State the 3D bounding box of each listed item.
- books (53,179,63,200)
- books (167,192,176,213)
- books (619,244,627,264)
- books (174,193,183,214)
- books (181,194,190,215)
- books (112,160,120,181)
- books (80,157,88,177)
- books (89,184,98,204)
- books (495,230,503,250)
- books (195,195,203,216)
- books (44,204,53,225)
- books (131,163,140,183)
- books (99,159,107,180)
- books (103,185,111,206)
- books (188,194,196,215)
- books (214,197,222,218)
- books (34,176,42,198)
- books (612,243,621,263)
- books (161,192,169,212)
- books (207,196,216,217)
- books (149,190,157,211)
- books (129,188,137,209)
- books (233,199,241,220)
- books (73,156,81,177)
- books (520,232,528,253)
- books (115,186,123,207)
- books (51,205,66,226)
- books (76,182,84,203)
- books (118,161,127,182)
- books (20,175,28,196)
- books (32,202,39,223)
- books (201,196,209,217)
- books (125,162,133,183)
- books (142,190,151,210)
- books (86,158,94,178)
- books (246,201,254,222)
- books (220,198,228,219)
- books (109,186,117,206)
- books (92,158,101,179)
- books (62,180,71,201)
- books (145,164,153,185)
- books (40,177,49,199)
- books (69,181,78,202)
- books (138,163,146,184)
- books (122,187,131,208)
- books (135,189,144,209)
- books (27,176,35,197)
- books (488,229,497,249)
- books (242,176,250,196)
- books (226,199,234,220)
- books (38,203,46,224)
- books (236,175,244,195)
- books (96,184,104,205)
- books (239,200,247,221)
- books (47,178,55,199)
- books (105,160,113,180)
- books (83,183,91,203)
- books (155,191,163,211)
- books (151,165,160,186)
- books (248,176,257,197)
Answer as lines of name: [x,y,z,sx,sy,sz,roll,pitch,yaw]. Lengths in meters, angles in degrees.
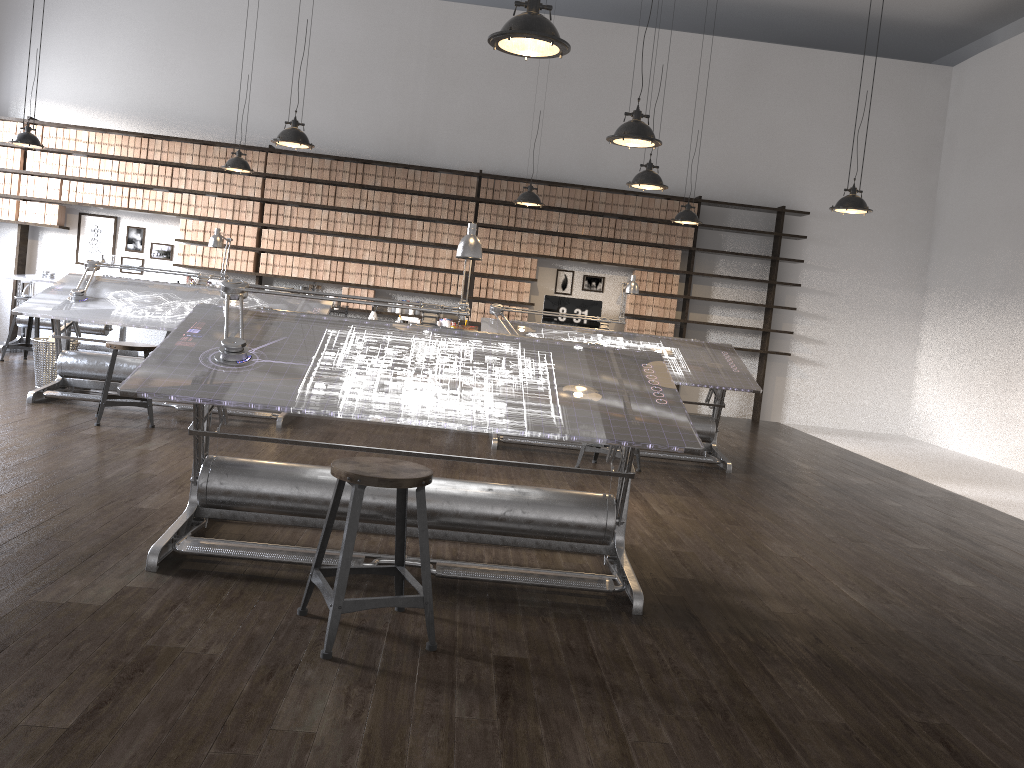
books: [-4.919,-2.111,9.649,0.067,0.225,0.175,6,4,-4]
books: [-3.716,-1.978,9.725,0.066,0.225,0.175,6,4,-4]
books: [1.244,-1.467,10.022,0.066,0.225,0.175,6,4,-4]
books: [-3.644,-1.971,9.727,0.067,0.225,0.175,6,4,-4]
books: [-3.565,-1.970,9.730,0.066,0.225,0.175,6,4,-4]
books: [-4.299,-2.315,9.675,0.067,0.225,0.175,6,4,-4]
books: [-4.638,-2.351,9.659,0.066,0.225,0.175,6,4,-4]
books: [-4.542,-2.065,9.675,0.066,0.225,0.175,6,4,-4]
books: [-0.147,-1.612,9.939,0.066,0.225,0.175,6,4,-4]
books: [-3.424,-1.956,9.746,0.066,0.225,0.175,6,4,-4]
books: [-5.020,-1.844,9.664,0.066,0.225,0.175,6,4,-4]
books: [-4.091,-2.293,9.689,0.066,0.225,0.175,6,4,-4]
books: [-4.434,-2.329,9.670,0.066,0.225,0.175,6,4,-4]
books: [-4.398,-2.049,9.681,0.067,0.225,0.175,6,4,-4]
books: [-3.493,-1.962,9.738,0.066,0.225,0.175,6,4,-4]
books: [-3.213,-1.933,9.755,0.066,0.225,0.175,6,4,-4]
books: [-5.126,-2.133,9.644,0.066,0.225,0.175,6,4,-4]
books: [1.173,-1.474,10.014,0.066,0.225,0.175,6,4,-4]
books: [-3.778,-1.985,9.723,0.066,0.225,0.175,6,4,-4]
books: [-3.285,-1.940,9.749,0.067,0.225,0.175,6,4,-4]
books: [-3.911,-1.999,9.716,0.066,0.225,0.175,6,4,-4]
books: [-4.123,-2.021,9.704,0.066,0.225,0.175,6,4,-4]
books: [-3.018,-1.913,9.769,0.066,0.225,0.175,6,4,-4]
books: [-4.708,-2.358,9.651,0.066,0.225,0.175,6,4,-4]
books: [0.133,-1.583,9.956,0.066,0.225,0.175,6,4,-4]
books: [-4.271,-2.037,9.695,0.066,0.225,0.175,6,4,-4]
books: [-4.951,-1.837,9.666,0.066,0.225,0.175,6,4,-4]
books: [-4.681,-2.079,9.669,0.066,0.225,0.175,6,4,-4]
books: [-4.230,-2.308,9.683,0.066,0.225,0.175,6,4,-4]
books: [-5.266,-2.147,9.628,0.066,0.225,0.175,6,4,-4]
books: [-5.155,-1.858,9.653,0.066,0.225,0.175,6,4,-4]
books: [-3.355,-1.948,9.748,0.066,0.225,0.175,6,4,-4]
books: [-4.161,-2.301,9.689,0.066,0.225,0.175,6,4,-4]
books: [-3.982,-2.007,9.712,0.066,0.225,0.175,6,4,-4]
books: [-4.567,-2.343,9.663,0.066,0.225,0.175,6,4,-4]
books: [-2.877,-1.898,9.774,0.066,0.225,0.175,6,4,-4]
books: [-3.151,-1.927,9.760,0.066,0.225,0.175,6,4,-4]
books: [-4.335,-2.043,9.689,0.066,0.225,0.175,6,4,-4]
books: [-4.500,-2.336,9.662,0.067,0.225,0.175,6,4,-4]
books: [-4.831,-2.095,9.658,0.066,0.225,0.175,6,4,-4]
books: [-3.947,-2.278,9.694,0.067,0.225,0.175,6,4,-4]
books: [-5.056,-2.126,9.646,0.066,0.225,0.175,6,4,-4]
books: [-4.750,-2.086,9.661,0.067,0.225,0.175,6,4,-4]
books: [-4.019,-2.285,9.690,0.066,0.225,0.175,6,4,-4]
books: [-4.197,-2.029,9.694,0.067,0.225,0.175,6,4,-4]
books: [-4.052,-2.013,9.703,0.066,0.225,0.175,6,4,-4]
books: [-5.195,-2.140,9.636,0.066,0.225,0.175,6,4,-4]
books: [-0.219,-1.619,9.931,0.066,0.225,0.175,6,4,-4]
books: [-2.908,-2.170,9.762,0.066,0.225,0.175,6,4,-4]
books: [-3.084,-1.919,9.759,0.067,0.225,0.175,6,4,-4]
books: [-5.089,-1.851,9.652,0.067,0.225,0.175,6,4,-4]
books: [-2.974,-2.176,9.753,0.067,0.225,0.175,6,4,-4]
books: [-4.470,-2.057,9.676,0.066,0.225,0.175,6,4,-4]
books: [-2.947,-1.906,9.774,0.066,0.225,0.175,6,4,-4]
books: [-4.982,-2.118,9.650,0.066,0.225,0.175,6,4,-4]
books: [-4.371,-2.323,9.672,0.066,0.225,0.175,6,4,-4]
books: [-4.611,-2.072,9.675,0.066,0.225,0.175,6,4,-4]
books: [-3.844,-1.992,9.714,0.067,0.225,0.175,6,4,-4]
books: [-3.885,-2.272,9.702,0.066,0.225,0.175,6,4,-4]
books: [-2.846,-2.163,9.764,0.066,0.225,0.175,6,4,-4]
